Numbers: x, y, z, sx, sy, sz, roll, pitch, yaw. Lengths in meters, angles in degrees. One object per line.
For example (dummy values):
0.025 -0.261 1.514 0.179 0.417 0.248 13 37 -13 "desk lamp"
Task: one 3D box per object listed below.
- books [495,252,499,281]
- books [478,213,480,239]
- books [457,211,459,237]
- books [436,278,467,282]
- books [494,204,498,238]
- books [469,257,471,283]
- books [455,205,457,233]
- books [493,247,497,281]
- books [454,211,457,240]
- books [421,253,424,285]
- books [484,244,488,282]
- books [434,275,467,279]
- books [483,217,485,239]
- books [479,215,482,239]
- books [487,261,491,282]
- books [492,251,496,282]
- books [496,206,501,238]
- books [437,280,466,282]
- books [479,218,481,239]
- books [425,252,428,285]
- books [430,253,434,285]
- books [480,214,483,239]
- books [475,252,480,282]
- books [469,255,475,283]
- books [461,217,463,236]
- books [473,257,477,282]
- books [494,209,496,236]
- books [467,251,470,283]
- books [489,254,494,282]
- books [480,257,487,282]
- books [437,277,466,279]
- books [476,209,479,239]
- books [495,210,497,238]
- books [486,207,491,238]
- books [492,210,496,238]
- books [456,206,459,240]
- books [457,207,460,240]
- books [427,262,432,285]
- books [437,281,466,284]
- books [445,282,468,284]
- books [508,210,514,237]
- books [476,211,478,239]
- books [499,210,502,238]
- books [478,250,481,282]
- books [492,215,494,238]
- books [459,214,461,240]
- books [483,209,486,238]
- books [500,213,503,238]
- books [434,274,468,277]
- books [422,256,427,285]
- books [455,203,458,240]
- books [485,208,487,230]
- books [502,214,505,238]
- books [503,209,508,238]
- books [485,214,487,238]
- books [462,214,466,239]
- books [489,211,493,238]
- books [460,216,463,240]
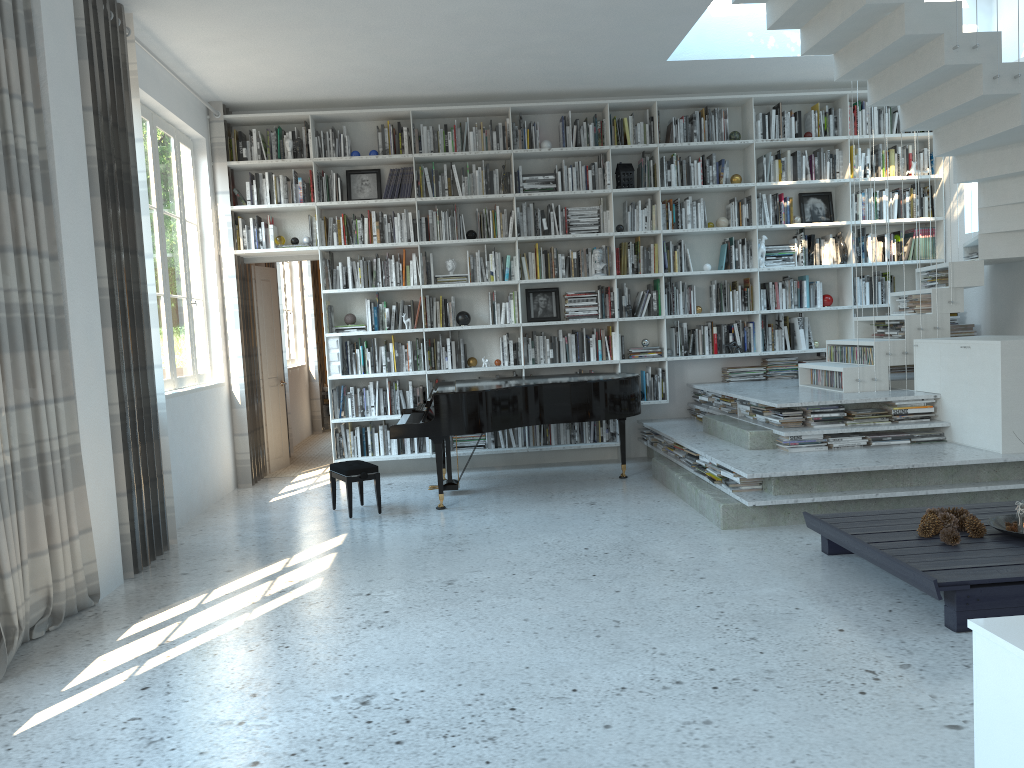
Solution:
-0.133 -1.021 7.791 0.023 0.260 0.170 -3 4 -3 "books"
-0.291 -1.372 7.777 0.005 0.239 0.145 -3 4 -3 "books"
-0.472 -1.383 7.754 0.004 0.284 0.166 -3 4 -3 "books"
-0.533 -0.911 7.779 0.254 0.012 0.160 -4 4 -8 "books"
-0.139 -1.412 7.767 0.006 0.304 0.165 -3 4 -3 "books"
-0.371 -0.994 7.792 0.010 0.232 0.154 -3 4 -3 "books"
-0.488 -1.398 7.759 0.005 0.316 0.157 -3 4 -3 "books"
-0.151 -1.041 7.788 0.011 0.301 0.178 -3 4 -3 "books"
-0.493 -1.370 7.747 0.010 0.262 0.158 -3 4 -3 "books"
-0.784 -0.998 7.769 0.012 0.285 0.159 -3 4 -3 "books"
-0.227 -1.051 7.788 0.010 0.330 0.173 -3 4 -3 "books"
-0.535 -0.936 7.784 0.285 0.012 0.159 -3 4 -1 "books"
-0.249 -1.355 7.770 0.011 0.200 0.162 -3 4 -3 "books"
-0.276 -1.361 7.771 0.013 0.216 0.149 -3 4 -3 "books"
-0.207 -0.983 7.809 0.025 0.189 0.140 -3 4 -3 "books"
-0.161 -1.022 7.780 0.012 0.266 0.192 -3 4 -3 "books"
-0.123 -1.402 7.765 0.022 0.285 0.189 -3 4 -3 "books"
-0.533 -0.899 7.782 0.254 0.012 0.160 -4 4 -7 "books"
-0.285 -1.372 7.753 0.005 0.240 0.173 -3 4 -3 "books"
-0.750 -1.007 7.782 0.011 0.298 0.135 -3 4 -3 "books"
-0.699 -0.999 7.769 0.021 0.278 0.136 -3 4 -3 "books"
-0.266 -1.370 7.745 0.005 0.236 0.178 -3 4 -3 "books"
-0.302 -1.016 7.790 0.022 0.267 0.151 -3 4 -3 "books"
-0.350 -1.002 7.774 0.030 0.247 0.174 -3 4 -3 "books"
-0.435 -1.348 7.766 0.004 0.210 0.132 -3 4 -3 "books"
-0.325 -0.995 7.805 0.024 0.227 0.137 -3 4 -3 "books"
-0.150 -1.393 7.771 0.004 0.265 0.141 -3 4 -3 "books"
-0.383 -1.020 7.776 0.012 0.285 0.159 -3 4 -3 "books"
-0.181 -1.012 7.789 0.028 0.247 0.170 -3 4 -3 "books"
-0.254 -0.998 7.799 0.048 0.225 0.149 -3 4 -3 "books"
-0.534 -0.924 7.783 0.254 0.012 0.160 -3 4 -6 "books"
-0.300 -1.390 7.778 0.012 0.276 0.129 -3 4 -3 "books"
-0.144 -1.387 7.766 0.006 0.253 0.180 -3 4 -3 "books"
-0.210 -1.401 7.778 0.033 0.288 0.155 -3 4 -3 "books"
-0.160 -1.386 7.772 0.017 0.253 0.139 -3 4 -3 "books"
-0.477 -1.393 7.755 0.005 0.306 0.162 -3 4 -3 "books"
-0.463 -1.384 7.736 0.011 0.287 0.188 -3 4 -3 "books"
-0.724 -0.963 7.776 0.034 0.210 0.136 -3 4 -3 "books"
-0.533 -0.888 7.792 0.254 0.012 0.160 -3 4 -3 "books"
-0.532 -0.875 7.788 0.285 0.012 0.159 -3 4 -5 "books"
-0.010 -1.384 7.753 0.064 0.237 0.208 -3 4 -3 "books"
-0.308 -1.379 7.771 0.005 0.254 0.160 -3 4 -3 "books"
-0.107 -1.390 7.774 0.010 0.257 0.140 -3 4 -3 "books"
-0.285 -1.025 7.778 0.012 0.286 0.167 -3 4 -3 "books"
-0.174 -1.377 7.784 0.011 0.236 0.130 -3 4 -3 "books"
-0.455 -1.361 7.772 0.009 0.237 0.134 -3 4 -3 "books"
-0.241 -1.389 7.776 0.009 0.267 0.149 -3 4 -3 "books"
-0.095 -1.377 7.779 0.011 0.230 0.165 -3 4 -3 "books"
-0.535 -0.948 7.778 0.285 0.012 0.159 -4 4 -7 "books"
-0.765 -0.984 7.765 0.024 0.257 0.133 -3 4 -3 "books"
-0.483 -1.406 7.755 0.005 0.331 0.161 -3 4 -3 "books"
-0.227 -1.393 7.766 0.005 0.275 0.157 -3 4 -3 "books"
-0.078 -1.371 7.781 0.024 0.216 0.142 -3 4 -3 "books"
-0.055 -1.393 7.771 0.022 0.257 0.155 -3 4 -3 "books"
-0.230 -1.362 7.747 0.006 0.216 0.181 -3 4 -3 "books"
-0.419 -1.359 7.758 0.031 0.232 0.147 -3 4 -3 "books"
-0.184 -1.379 7.747 0.013 0.244 0.188 -3 4 -3 "books"
-0.443 -1.352 7.767 0.012 0.218 0.151 -3 4 -3 "books"
